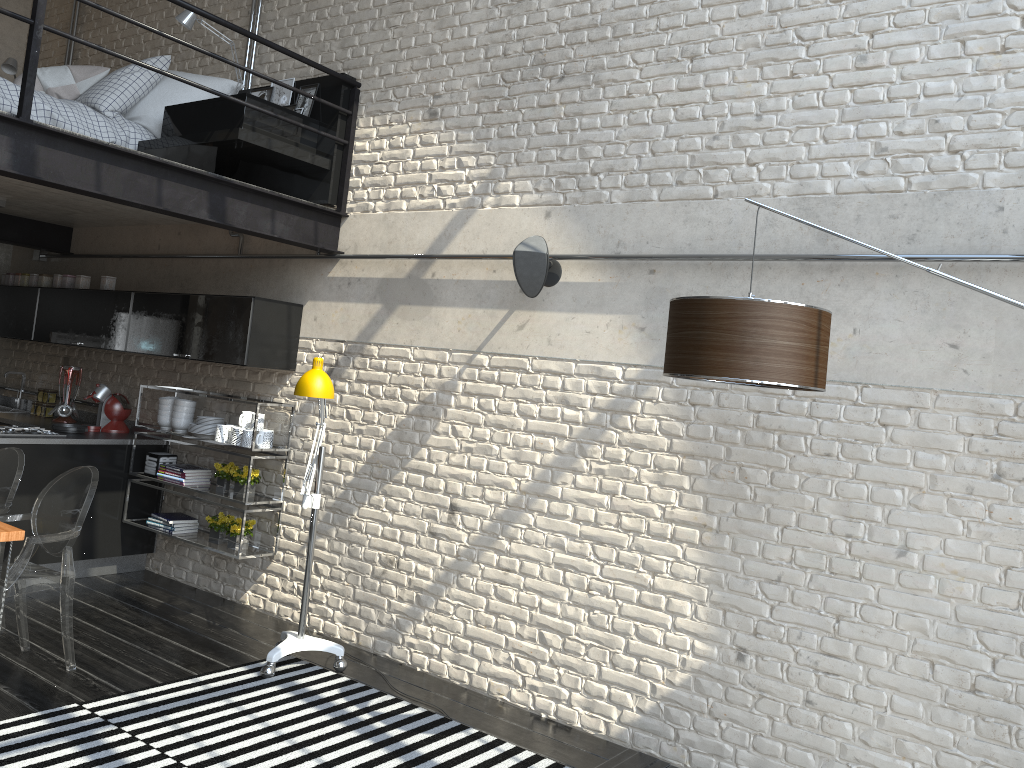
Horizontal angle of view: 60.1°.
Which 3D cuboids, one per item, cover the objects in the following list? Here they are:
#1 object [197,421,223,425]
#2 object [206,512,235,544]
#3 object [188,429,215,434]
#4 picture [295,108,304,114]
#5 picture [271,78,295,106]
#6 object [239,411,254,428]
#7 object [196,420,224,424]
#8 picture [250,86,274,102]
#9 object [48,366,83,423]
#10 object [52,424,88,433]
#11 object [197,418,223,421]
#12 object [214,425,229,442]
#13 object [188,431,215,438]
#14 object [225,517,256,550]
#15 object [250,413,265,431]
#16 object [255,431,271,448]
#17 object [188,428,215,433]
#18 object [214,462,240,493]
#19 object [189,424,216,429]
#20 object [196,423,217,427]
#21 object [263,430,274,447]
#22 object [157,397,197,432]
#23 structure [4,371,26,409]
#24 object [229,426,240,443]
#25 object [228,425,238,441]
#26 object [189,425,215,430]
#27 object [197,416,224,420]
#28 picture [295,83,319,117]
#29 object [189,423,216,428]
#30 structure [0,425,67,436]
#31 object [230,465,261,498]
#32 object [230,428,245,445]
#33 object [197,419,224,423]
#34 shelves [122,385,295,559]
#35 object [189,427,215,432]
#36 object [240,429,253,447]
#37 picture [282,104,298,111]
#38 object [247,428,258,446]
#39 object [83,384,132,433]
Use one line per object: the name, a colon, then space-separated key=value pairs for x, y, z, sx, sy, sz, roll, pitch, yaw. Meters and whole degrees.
object: x=-1.962 y=0.265 z=5.745 sx=0.171 sy=0.030 sz=0.170 roll=6 pitch=0 yaw=40
object: x=-1.834 y=0.905 z=5.586 sx=0.181 sy=0.192 sz=0.175 roll=8 pitch=-3 yaw=-42
object: x=-1.969 y=0.320 z=5.742 sx=0.252 sy=0.031 sz=0.251 roll=6 pitch=0 yaw=4
picture: x=-1.364 y=-1.701 z=5.587 sx=0.096 sy=0.087 sz=0.030 roll=5 pitch=-3 yaw=36
picture: x=-1.519 y=-1.832 z=5.762 sx=0.227 sy=0.315 sz=0.033 roll=4 pitch=-4 yaw=36
object: x=-1.674 y=0.224 z=5.555 sx=0.108 sy=0.100 sz=0.083 roll=7 pitch=-3 yaw=-40
object: x=-1.961 y=0.257 z=5.746 sx=0.171 sy=0.030 sz=0.170 roll=6 pitch=0 yaw=40
picture: x=-1.688 y=-1.830 z=5.863 sx=0.244 sy=0.276 sz=0.046 roll=5 pitch=-4 yaw=36
object: x=-3.396 y=0.077 z=6.756 sx=0.209 sy=0.428 sz=0.202 roll=8 pitch=-4 yaw=-39
object: x=-3.009 y=0.307 z=6.018 sx=0.226 sy=0.050 sz=0.311 roll=6 pitch=0 yaw=-26
object: x=-1.959 y=0.239 z=5.747 sx=0.171 sy=0.030 sz=0.170 roll=6 pitch=0 yaw=40
object: x=-1.827 y=0.309 z=5.576 sx=0.082 sy=0.100 sz=0.108 roll=7 pitch=-2 yaw=-20
object: x=-1.970 y=0.328 z=5.742 sx=0.252 sy=0.031 sz=0.251 roll=6 pitch=0 yaw=4
object: x=-1.683 y=0.921 z=5.482 sx=0.174 sy=0.192 sz=0.183 roll=7 pitch=-2 yaw=-32
object: x=-1.566 y=0.236 z=5.475 sx=0.083 sy=0.100 sz=0.108 roll=5 pitch=-2 yaw=25
object: x=-1.538 y=0.339 z=5.443 sx=0.108 sy=0.100 sz=0.083 roll=7 pitch=-3 yaw=-40
object: x=-1.968 y=0.312 z=5.743 sx=0.252 sy=0.031 sz=0.251 roll=6 pitch=0 yaw=4
object: x=-1.806 y=0.587 z=5.609 sx=0.174 sy=0.192 sz=0.183 roll=7 pitch=-2 yaw=-32
object: x=-1.966 y=0.288 z=5.744 sx=0.252 sy=0.031 sz=0.251 roll=6 pitch=0 yaw=4
object: x=-1.963 y=0.274 z=5.745 sx=0.171 sy=0.030 sz=0.170 roll=6 pitch=0 yaw=40
object: x=-1.539 y=0.339 z=5.546 sx=0.082 sy=0.100 sz=0.108 roll=7 pitch=-2 yaw=-20
object: x=-2.278 y=0.201 z=5.998 sx=0.310 sy=0.217 sz=0.149 roll=5 pitch=-2 yaw=33
structure: x=-4.185 y=0.049 z=7.410 sx=0.089 sy=0.312 sz=0.176 roll=4 pitch=-4 yaw=36
object: x=-1.726 y=0.319 z=5.569 sx=0.083 sy=0.100 sz=0.108 roll=5 pitch=-2 yaw=25
object: x=-1.794 y=0.312 z=5.653 sx=0.082 sy=0.100 sz=0.108 roll=7 pitch=-2 yaw=-20
object: x=-1.966 y=0.296 z=5.744 sx=0.252 sy=0.031 sz=0.251 roll=6 pitch=0 yaw=4
object: x=-1.958 y=0.231 z=5.748 sx=0.171 sy=0.030 sz=0.170 roll=6 pitch=0 yaw=40
picture: x=-1.312 y=-1.778 z=5.594 sx=0.175 sy=0.250 sz=0.055 roll=4 pitch=-4 yaw=36
object: x=-1.965 y=0.280 z=5.745 sx=0.252 sy=0.031 sz=0.251 roll=6 pitch=0 yaw=4
structure: x=-3.343 y=0.286 z=5.615 sx=0.503 sy=0.026 sz=0.808 roll=6 pitch=0 yaw=36
object: x=-1.652 y=0.603 z=5.498 sx=0.181 sy=0.192 sz=0.175 roll=8 pitch=-3 yaw=-42
object: x=-1.696 y=0.323 z=5.480 sx=0.082 sy=0.100 sz=0.108 roll=7 pitch=-2 yaw=-20
object: x=-1.960 y=0.248 z=5.746 sx=0.171 sy=0.030 sz=0.170 roll=6 pitch=0 yaw=40
shelves: x=-1.986 y=0.529 z=5.736 sx=1.253 sy=0.930 sz=0.286 roll=5 pitch=-3 yaw=36
object: x=-1.967 y=0.304 z=5.743 sx=0.252 sy=0.031 sz=0.251 roll=6 pitch=0 yaw=4
object: x=-1.604 y=0.332 z=5.412 sx=0.083 sy=0.100 sz=0.108 roll=5 pitch=-2 yaw=25
picture: x=-1.451 y=-1.727 z=5.649 sx=0.175 sy=0.121 sz=0.051 roll=5 pitch=-3 yaw=36
object: x=-1.627 y=0.330 z=5.514 sx=0.108 sy=0.100 sz=0.083 roll=7 pitch=-3 yaw=-40
object: x=-2.897 y=0.174 z=6.362 sx=0.220 sy=0.342 sz=0.348 roll=5 pitch=-2 yaw=20
